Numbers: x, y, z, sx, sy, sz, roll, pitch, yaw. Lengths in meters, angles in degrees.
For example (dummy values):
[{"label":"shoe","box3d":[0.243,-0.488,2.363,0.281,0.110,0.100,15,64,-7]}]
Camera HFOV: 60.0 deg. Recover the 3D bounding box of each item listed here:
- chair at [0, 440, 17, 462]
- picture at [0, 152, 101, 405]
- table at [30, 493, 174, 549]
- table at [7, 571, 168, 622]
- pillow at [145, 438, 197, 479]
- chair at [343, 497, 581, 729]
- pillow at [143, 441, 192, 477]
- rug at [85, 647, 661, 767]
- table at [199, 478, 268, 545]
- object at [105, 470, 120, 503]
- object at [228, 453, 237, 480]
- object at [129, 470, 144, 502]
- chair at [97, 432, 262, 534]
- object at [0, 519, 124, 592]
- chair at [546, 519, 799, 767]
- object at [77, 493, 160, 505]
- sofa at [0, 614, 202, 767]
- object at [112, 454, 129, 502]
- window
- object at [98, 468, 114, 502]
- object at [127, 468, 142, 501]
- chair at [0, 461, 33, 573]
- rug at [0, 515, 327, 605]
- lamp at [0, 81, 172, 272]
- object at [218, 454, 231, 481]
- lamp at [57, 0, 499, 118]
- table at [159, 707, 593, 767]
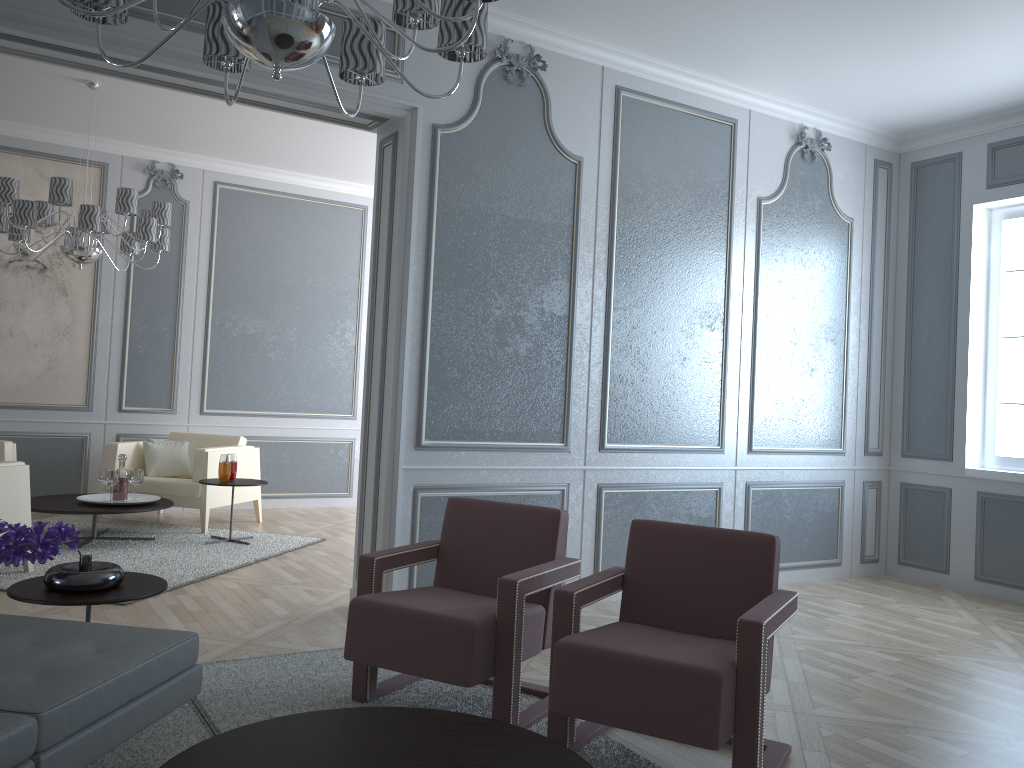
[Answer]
[{"label":"chair","box3d":[-3.627,0.588,5.425,0.737,0.621,0.854,2,-1,14]},{"label":"picture","box3d":[-3.593,-0.749,6.218,1.198,1.752,0.001,4,-2,-31]},{"label":"table","box3d":[-2.526,0.832,5.370,0.882,0.239,0.882,3,-1,-34]},{"label":"table","box3d":[-1.211,0.765,2.519,0.414,0.385,0.414,4,-2,-44]},{"label":"pillow","box3d":[-2.427,0.530,6.322,0.351,0.276,0.184,3,-2,-25]},{"label":"chair","box3d":[-0.162,0.705,2.813,0.576,0.620,0.606,2,-2,29]},{"label":"pillow","box3d":[-2.422,0.529,6.234,0.311,0.245,0.163,4,-2,-37]},{"label":"rug","box3d":[-0.338,0.989,1.666,2.017,0.010,3.204,3,-1,-31]},{"label":"table","box3d":[-1.747,0.800,5.531,0.414,0.385,0.414,2,-2,16]},{"label":"object","box3d":[-2.398,0.616,5.312,0.080,0.196,0.080,4,-2,-28]},{"label":"object","box3d":[-1.777,0.524,5.607,0.075,0.166,0.075,2,-2,18]},{"label":"object","box3d":[-2.291,0.623,5.402,0.080,0.196,0.080,1,-2,42]},{"label":"chair","box3d":[-2.311,0.666,6.226,0.855,0.621,0.736,2,-1,14]},{"label":"object","box3d":[-1.260,0.457,2.422,0.206,0.221,0.425,2,-1,29]},{"label":"chair","box3d":[0.438,0.727,2.449,0.576,0.620,0.606,2,-2,29]},{"label":"object","box3d":[-2.388,0.705,5.388,0.468,0.028,0.468,3,-1,-19]},{"label":"sofa","box3d":[-1.326,0.594,1.175,0.810,0.668,2.203,3,-1,9]},{"label":"object","box3d":[-2.382,0.572,5.405,0.086,0.290,0.086,3,-2,-10]},{"label":"window","box3d":[3.235,-0.245,4.586,0.349,1.582,1.600,4,-2,-31]},{"label":"object","box3d":[-2.467,0.614,5.382,0.080,0.196,0.080,1,-2,42]},{"label":"object","box3d":[-2.335,0.622,5.474,0.080,0.196,0.080,1,-2,42]},{"label":"chair","box3d":[-2.862,0.604,4.167,0.855,0.621,0.736,2,-1,14]},{"label":"rug","box3d":[-2.426,0.947,5.082,2.000,0.010,1.999,3,-1,14]},{"label":"lamp","box3d":[-2.536,-1.239,5.271,0.976,1.120,0.976,4,-2,-43]},{"label":"object","box3d":[-1.788,0.522,5.521,0.075,0.166,0.075,4,-2,-42]},{"label":"lamp","box3d":[-0.473,-1.197,1.879,0.976,1.120,0.976,4,-2,-43]},{"label":"table","box3d":[-0.253,0.879,1.668,0.882,0.239,0.882,3,-1,-14]}]
